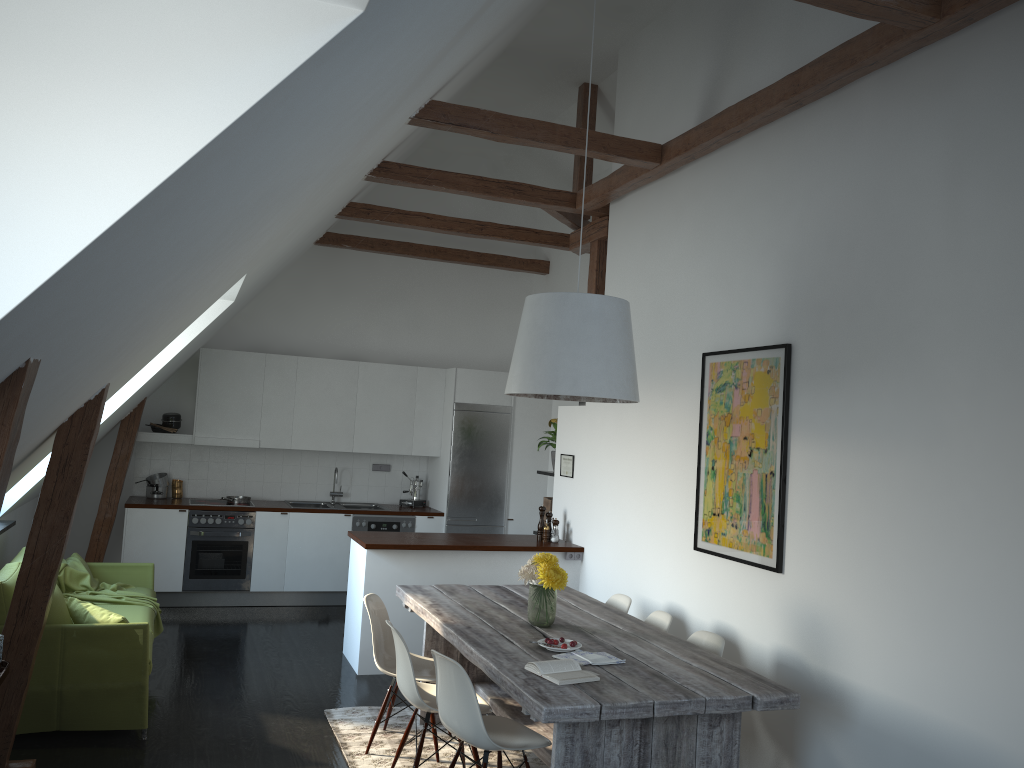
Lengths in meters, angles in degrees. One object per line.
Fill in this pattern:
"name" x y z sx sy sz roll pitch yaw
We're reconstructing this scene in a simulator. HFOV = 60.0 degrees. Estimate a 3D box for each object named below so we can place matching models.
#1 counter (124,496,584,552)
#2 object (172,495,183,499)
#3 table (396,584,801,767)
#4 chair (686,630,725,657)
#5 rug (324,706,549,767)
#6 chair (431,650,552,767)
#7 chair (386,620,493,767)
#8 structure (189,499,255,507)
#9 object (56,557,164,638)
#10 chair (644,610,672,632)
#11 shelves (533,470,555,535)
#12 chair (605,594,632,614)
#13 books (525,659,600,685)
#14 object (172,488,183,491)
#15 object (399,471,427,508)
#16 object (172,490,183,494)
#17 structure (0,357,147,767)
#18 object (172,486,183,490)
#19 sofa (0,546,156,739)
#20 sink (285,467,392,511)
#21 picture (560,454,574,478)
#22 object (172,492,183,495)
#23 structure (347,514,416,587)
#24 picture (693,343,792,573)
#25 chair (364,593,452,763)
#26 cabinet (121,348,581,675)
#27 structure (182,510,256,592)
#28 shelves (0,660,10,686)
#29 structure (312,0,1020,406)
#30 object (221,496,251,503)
"counter" -1.558 1.178 7.628 3.365 0.038 3.085 5 -3 -20
"object" -3.226 1.083 8.543 0.100 0.036 0.100 5 -3 -24
"table" 0.205 1.626 4.490 1.141 0.788 2.421 5 -3 -20
"chair" 0.763 1.649 4.396 0.542 0.801 0.465 5 -3 -24
"rug" 0.200 2.010 4.456 1.898 0.022 2.677 5 -3 -20
"chair" -0.111 1.567 3.900 0.542 0.801 0.465 6 -4 -34
"chair" -0.375 1.575 4.357 0.542 0.801 0.465 5 -3 -19
"structure" -2.743 1.140 8.371 0.574 0.041 0.504 5 -3 -20
"object" -2.829 1.487 6.217 0.722 0.493 0.711 5 -3 -25
"chair" 0.589 1.665 4.903 0.542 0.801 0.465 4 -3 -14
"shelves" 0.580 1.054 7.687 0.660 0.553 0.408 5 -3 -20
"chair" 0.426 1.679 5.347 0.542 0.801 0.465 5 -3 -19
"books" 0.204 1.168 3.627 0.202 0.042 0.251 6 -4 -32
"object" -3.228 1.023 8.546 0.099 0.043 0.100 6 -4 -32
"object" -1.048 1.091 9.225 0.206 0.370 0.353 2 -3 26
"object" -3.227 1.043 8.544 0.099 0.051 0.099 6 -4 -34
"structure" -1.748 0.803 2.155 1.023 1.963 12.350 5 -3 -20
"object" -3.228 1.001 8.546 0.099 0.057 0.101 4 -3 -9
"sofa" -2.724 1.482 5.580 0.898 0.825 2.093 5 -3 -21
"sink" -1.732 1.101 8.823 0.963 0.519 0.671 5 -3 -20
"picture" 0.446 0.661 7.163 0.023 0.182 0.250 5 -3 -20
"object" -3.226 1.061 8.543 0.100 0.048 0.099 4 -3 -2
"structure" -1.339 1.640 8.798 0.612 0.725 0.582 5 -3 -20
"picture" 1.266 0.391 4.946 0.036 1.181 0.808 5 -3 -20
"chair" -0.571 1.592 4.900 0.542 0.801 0.465 3 -3 6
"cabinet" -1.145 0.933 7.814 4.208 2.369 3.033 5 -3 -20
"structure" -2.769 1.531 8.365 0.583 0.725 0.749 5 -3 -20
"shelves" -2.068 1.436 3.097 0.438 0.732 0.803 5 -3 -24
"structure" 3.757 -1.636 2.471 10.230 3.562 15.910 4 -3 -15
"object" -2.671 1.100 8.487 0.232 0.061 0.351 1 -4 43
